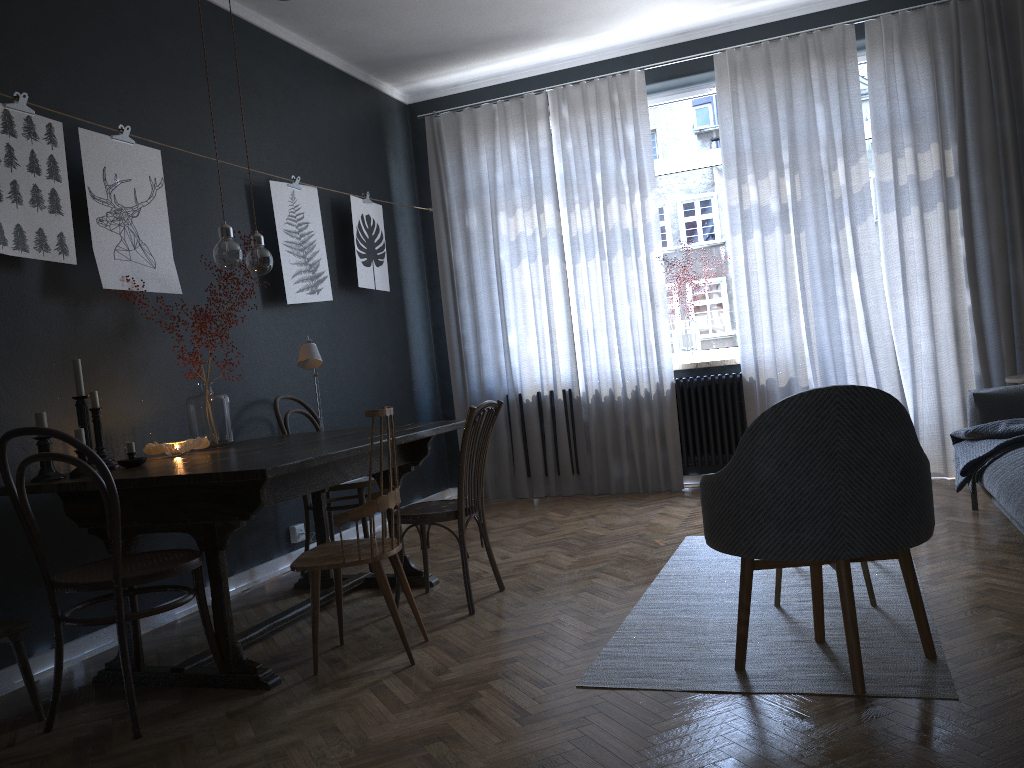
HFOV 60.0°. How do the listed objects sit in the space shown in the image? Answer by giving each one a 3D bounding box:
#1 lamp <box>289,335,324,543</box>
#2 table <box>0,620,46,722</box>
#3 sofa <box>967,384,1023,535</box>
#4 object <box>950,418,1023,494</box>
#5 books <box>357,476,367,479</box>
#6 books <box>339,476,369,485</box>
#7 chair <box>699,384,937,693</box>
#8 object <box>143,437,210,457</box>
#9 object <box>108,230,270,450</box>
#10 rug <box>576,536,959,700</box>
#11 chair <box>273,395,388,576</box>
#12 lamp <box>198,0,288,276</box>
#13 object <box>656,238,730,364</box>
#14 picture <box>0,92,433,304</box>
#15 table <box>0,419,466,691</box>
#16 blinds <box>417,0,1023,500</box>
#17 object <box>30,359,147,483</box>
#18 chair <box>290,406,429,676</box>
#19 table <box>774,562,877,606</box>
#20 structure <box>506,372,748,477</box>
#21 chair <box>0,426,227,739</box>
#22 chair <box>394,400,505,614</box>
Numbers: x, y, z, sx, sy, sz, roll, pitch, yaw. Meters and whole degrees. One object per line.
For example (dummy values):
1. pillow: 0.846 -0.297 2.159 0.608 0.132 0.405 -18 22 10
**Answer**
1. lamp: -0.987 0.301 4.474 0.241 1.070 0.800 -7 2 -25
2. table: -1.701 0.920 2.666 0.364 0.318 0.369 -5 2 20
3. sofa: 2.259 0.246 3.190 0.970 0.798 2.338 -5 1 20
4. object: 2.175 0.265 3.838 0.490 0.329 0.666 -5 2 25
5. books: -0.878 0.489 4.575 0.218 0.007 0.304 -5 1 32
6. books: -0.876 0.495 4.577 0.219 0.008 0.304 -5 1 27
7. chair: 0.891 0.398 2.488 0.645 0.811 0.494 -6 2 -1
8. object: -1.352 0.256 3.575 0.252 0.072 0.254 -5 1 27
9. object: -1.357 -0.181 3.869 0.638 0.931 0.556 -6 2 -9
10. rug: 0.995 0.778 3.328 1.004 0.013 2.009 -6 1 20
11. chair: -0.905 0.489 4.613 0.549 0.921 0.437 -5 2 18
12. lamp: -0.635 -1.272 3.085 0.582 1.575 1.591 -8 2 -38
13. object: 1.174 -0.548 5.939 0.514 0.810 0.599 -6 2 -5
14. picture: -1.320 -0.797 4.485 0.058 0.771 4.453 -5 1 20
15. table: -0.926 0.613 3.533 1.126 0.728 1.603 -6 1 20
16. blinds: 1.359 -0.721 5.762 3.994 2.790 0.312 -5 2 20
17. object: -1.509 0.109 3.127 0.223 0.420 0.368 -5 2 22
18. chair: -0.541 0.521 3.049 0.384 0.857 0.455 -6 2 6
19. table: 1.173 0.483 3.384 0.339 0.550 0.787 -5 2 20
20. structure: 0.834 0.288 6.099 1.847 0.601 0.215 -6 2 20
21. chair: -1.226 0.563 2.742 0.438 0.921 0.548 -5 2 23
22. chair: -0.263 0.493 3.642 0.467 0.820 0.362 -5 2 20
